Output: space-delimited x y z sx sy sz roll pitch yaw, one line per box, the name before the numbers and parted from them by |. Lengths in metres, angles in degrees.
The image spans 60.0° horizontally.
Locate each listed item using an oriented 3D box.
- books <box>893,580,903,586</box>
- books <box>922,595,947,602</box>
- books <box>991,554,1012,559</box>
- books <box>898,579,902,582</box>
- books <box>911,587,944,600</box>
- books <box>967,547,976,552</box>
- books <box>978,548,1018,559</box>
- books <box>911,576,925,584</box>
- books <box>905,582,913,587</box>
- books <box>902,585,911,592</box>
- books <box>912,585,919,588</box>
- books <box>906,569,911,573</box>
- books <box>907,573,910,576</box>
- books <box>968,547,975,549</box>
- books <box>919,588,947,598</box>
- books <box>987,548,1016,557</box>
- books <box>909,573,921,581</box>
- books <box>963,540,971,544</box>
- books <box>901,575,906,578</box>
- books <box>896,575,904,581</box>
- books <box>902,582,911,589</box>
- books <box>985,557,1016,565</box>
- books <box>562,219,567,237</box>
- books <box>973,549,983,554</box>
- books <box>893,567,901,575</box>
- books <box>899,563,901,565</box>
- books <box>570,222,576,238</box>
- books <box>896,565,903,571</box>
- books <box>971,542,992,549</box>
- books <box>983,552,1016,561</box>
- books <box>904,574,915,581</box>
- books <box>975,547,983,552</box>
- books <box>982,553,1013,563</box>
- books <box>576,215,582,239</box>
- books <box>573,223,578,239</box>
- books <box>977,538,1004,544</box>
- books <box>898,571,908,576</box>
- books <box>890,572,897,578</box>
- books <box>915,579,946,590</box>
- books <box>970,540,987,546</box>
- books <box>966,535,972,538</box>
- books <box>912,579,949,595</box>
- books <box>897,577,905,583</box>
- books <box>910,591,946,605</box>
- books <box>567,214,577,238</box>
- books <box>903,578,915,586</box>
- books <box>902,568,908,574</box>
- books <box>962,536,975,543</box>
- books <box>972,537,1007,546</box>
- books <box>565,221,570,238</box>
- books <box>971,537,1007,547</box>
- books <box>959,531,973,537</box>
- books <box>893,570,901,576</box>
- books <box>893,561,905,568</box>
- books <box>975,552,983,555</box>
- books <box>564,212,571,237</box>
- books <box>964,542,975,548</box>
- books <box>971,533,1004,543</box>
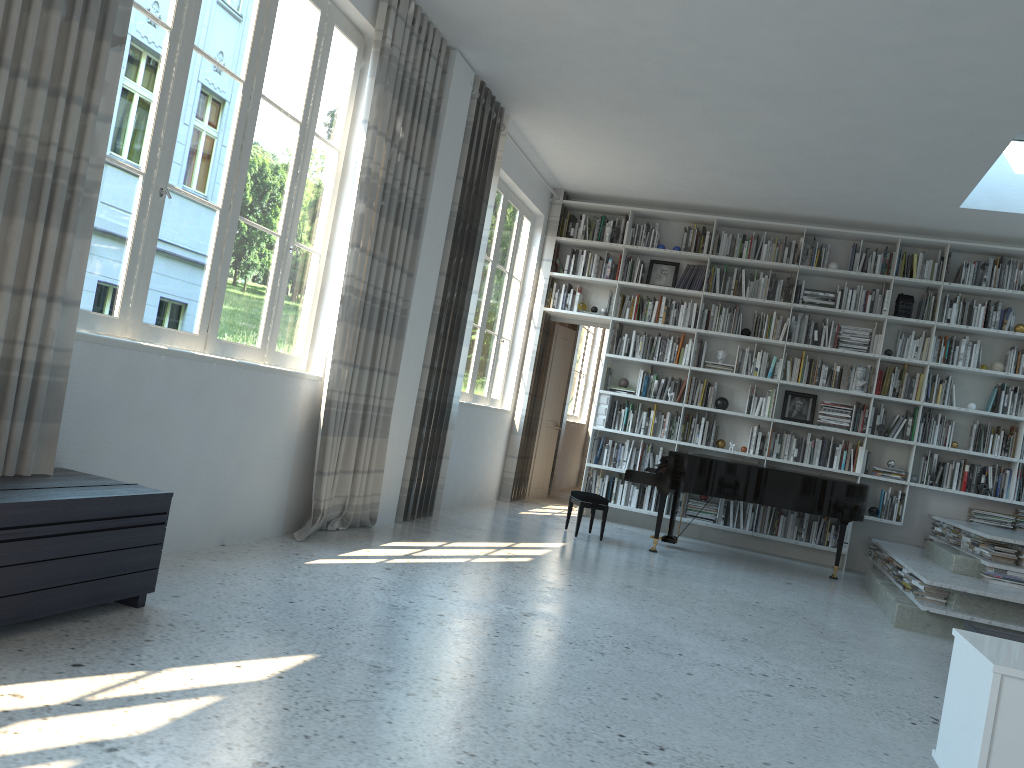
books | 2.850 1.440 6.333 0.193 0.005 0.225 10 -2 12
books | 2.725 1.377 5.742 0.132 0.014 0.205 10 -2 16
books | 3.407 1.196 6.190 0.134 0.006 0.227 9 -2 20
books | 2.867 1.429 6.329 0.171 0.005 0.297 10 -2 15
books | 2.694 1.356 5.752 0.187 0.017 0.206 9 -2 21
books | 3.554 1.274 6.750 0.131 0.016 0.262 9 -2 21
books | 3.390 1.183 6.196 0.184 0.014 0.297 10 -2 15
books | 2.712 1.283 5.752 0.176 0.010 0.266 10 -2 12
books | 2.791 1.389 6.039 0.170 0.006 0.268 10 -2 16
books | 2.769 1.411 6.044 0.191 0.016 0.209 9 -2 21
books | 2.801 1.380 6.037 0.154 0.014 0.197 10 -2 16
books | 2.796 1.292 6.045 0.182 0.016 0.257 9 -2 19
books | 2.801 1.323 6.041 0.175 0.006 0.251 10 -2 16
books | 3.565 1.261 6.748 0.136 0.013 0.258 10 -2 16
books | 2.727 1.343 5.743 0.137 0.019 0.224 10 -2 17
books | 3.415 1.174 6.189 0.137 0.012 0.242 10 -2 17
books | 2.707 1.270 5.754 0.192 0.014 0.256 10 -2 12
books | 3.545 1.219 6.756 0.177 0.015 0.187 9 -2 21
books | 2.871 1.384 6.331 0.171 0.007 0.260 9 -2 19
books | 2.862 1.402 6.332 0.189 0.013 0.215 10 -2 14
books | 2.776 1.392 6.043 0.191 0.006 0.275 9 -2 18
books | 3.404 1.231 6.188 0.144 0.009 0.250 10 -2 16
books | 0.563 -1.590 9.224 0.023 0.223 0.151 10 -1 16
books | 3.467 1.233 6.459 0.154 0.007 0.293 9 -2 19
books | 2.956 1.409 6.624 0.160 0.025 0.244 10 -2 11
books | 2.977 1.357 6.622 0.157 0.007 0.268 10 -2 16
books | 0.642 -1.559 9.188 0.028 0.186 0.182 10 -1 16
books | 2.970 1.390 6.621 0.142 0.017 0.239 10 -2 12
books | 3.471 1.188 6.461 0.177 0.026 0.230 10 -2 16
books | 3.399 1.205 6.191 0.152 0.015 0.208 10 -2 13
books | 2.790 1.339 6.043 0.168 0.013 0.281 10 -2 11
books | 3.475 1.217 6.458 0.155 0.028 0.189 10 -2 17
books | 3.391 1.218 6.193 0.161 0.014 0.212 9 -2 20
books | 0.699 -1.597 9.183 0.010 0.281 0.160 10 -1 16
books | 0.677 -1.557 9.204 0.031 0.195 0.145 10 -1 16
books | 3.478 1.138 6.462 0.170 0.008 0.208 9 -2 19
books | 2.871 1.372 6.332 0.180 0.017 0.183 10 -2 13
books | 2.938 1.443 6.627 0.189 0.009 0.291 9 -2 19
books | 2.716 1.296 5.750 0.164 0.015 0.243 9 -2 20
books | 3.469 1.170 6.463 0.187 0.009 0.250 10 -2 16
books | 3.567 1.177 6.753 0.145 0.017 0.208 10 -2 11
books | 2.712 1.317 5.749 0.156 0.027 0.287 10 -2 11
books | 2.866 1.413 6.330 0.180 0.008 0.267 10 -2 15
books | 2.694 1.388 5.750 0.184 0.017 0.230 9 -2 18
books | 0.623 -1.604 9.195 0.025 0.269 0.177 10 -1 16
books | 2.784 1.363 6.043 0.191 0.015 0.246 10 -2 17
books | 2.889 1.352 6.328 0.141 0.028 0.223 10 -2 11
books | 3.553 1.198 6.755 0.174 0.029 0.250 10 -2 14
books | 3.477 1.145 6.462 0.171 0.007 0.260 10 -2 14
books | 0.595 -1.571 9.207 0.024 0.195 0.167 10 -1 16
books | 3.474 1.155 6.462 0.168 0.013 0.281 10 -2 13
books | 3.548 1.158 6.760 0.192 0.014 0.256 10 -2 12
books | 2.951 1.427 6.624 0.177 0.011 0.220 9 -2 18
books | 2.962 1.365 6.625 0.170 0.014 0.281 10 -2 13
books | 3.468 1.247 6.458 0.142 0.020 0.231 9 -2 21
books | 0.584 -1.619 9.210 0.014 0.286 0.175 10 -1 16
books | 3.552 1.240 6.753 0.167 0.024 0.192 10 -2 17
books | 3.467 1.121 6.467 0.189 0.022 0.238 9 -2 21
